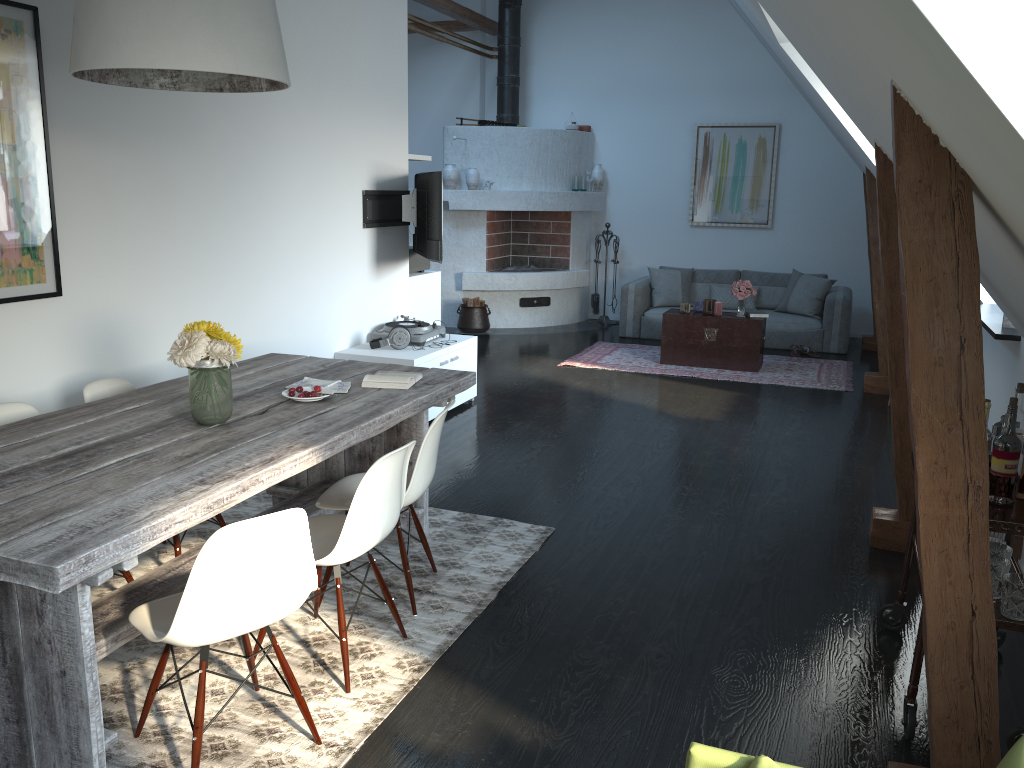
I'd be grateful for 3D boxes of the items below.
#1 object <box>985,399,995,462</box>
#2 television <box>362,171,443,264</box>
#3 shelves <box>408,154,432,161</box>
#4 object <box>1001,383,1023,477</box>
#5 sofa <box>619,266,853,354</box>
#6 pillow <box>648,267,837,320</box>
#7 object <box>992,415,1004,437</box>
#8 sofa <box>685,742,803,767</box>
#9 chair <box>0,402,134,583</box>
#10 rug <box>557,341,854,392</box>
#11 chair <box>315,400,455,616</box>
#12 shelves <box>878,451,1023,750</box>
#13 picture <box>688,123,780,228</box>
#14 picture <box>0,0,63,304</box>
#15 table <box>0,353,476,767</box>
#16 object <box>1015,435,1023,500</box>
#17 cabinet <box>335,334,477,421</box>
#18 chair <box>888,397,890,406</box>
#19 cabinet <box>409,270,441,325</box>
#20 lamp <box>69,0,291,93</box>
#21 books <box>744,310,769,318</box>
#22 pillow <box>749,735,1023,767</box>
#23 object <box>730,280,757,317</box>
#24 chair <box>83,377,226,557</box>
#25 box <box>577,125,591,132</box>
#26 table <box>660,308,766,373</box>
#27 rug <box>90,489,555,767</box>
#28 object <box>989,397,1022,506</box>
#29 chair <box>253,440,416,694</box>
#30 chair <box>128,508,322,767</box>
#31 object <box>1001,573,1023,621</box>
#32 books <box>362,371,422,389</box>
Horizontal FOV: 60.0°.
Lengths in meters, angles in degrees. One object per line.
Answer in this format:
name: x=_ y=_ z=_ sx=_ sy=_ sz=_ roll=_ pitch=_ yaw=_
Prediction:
object: x=1.457 y=0.197 z=2.762 sx=0.081 sy=0.307 sz=0.081 roll=7 pitch=14 yaw=26
television: x=-0.861 y=-1.241 z=6.569 sx=0.537 sy=0.652 sz=1.005 roll=-2 pitch=13 yaw=-14
shelves: x=-1.487 y=-1.861 z=7.264 sx=1.604 sy=0.038 sz=0.478 roll=6 pitch=13 yaw=20
object: x=1.664 y=0.154 z=2.937 sx=0.073 sy=0.320 sz=0.073 roll=4 pitch=13 yaw=11
sofa: x=2.533 y=-0.894 z=10.025 sx=2.458 sy=0.770 sz=1.107 roll=6 pitch=13 yaw=20
pillow: x=2.521 y=-1.045 z=9.891 sx=2.075 sy=0.515 sz=0.444 roll=6 pitch=13 yaw=20
object: x=1.697 y=0.199 z=3.064 sx=0.135 sy=0.182 sz=0.052 roll=-7 pitch=15 yaw=-32
sofa: x=0.378 y=1.103 z=0.645 sx=0.898 sy=0.825 sz=2.093 roll=5 pitch=13 yaw=19
chair: x=-1.691 y=0.498 z=3.258 sx=0.542 sy=0.801 sz=0.465 roll=7 pitch=14 yaw=26
rug: x=1.900 y=-0.200 z=8.565 sx=2.647 sy=0.029 sz=1.512 roll=6 pitch=13 yaw=20
chair: x=-0.501 y=0.455 z=3.555 sx=0.542 sy=0.801 sz=0.465 roll=2 pitch=13 yaw=6
shelves: x=1.507 y=0.671 z=2.912 sx=0.438 sy=0.732 sz=0.803 roll=5 pitch=13 yaw=16
picture: x=2.602 y=-2.459 z=10.450 sx=0.965 sy=1.185 sz=0.025 roll=6 pitch=13 yaw=20
picture: x=-2.099 y=-0.882 z=3.373 sx=0.036 sy=1.181 sz=0.808 roll=6 pitch=13 yaw=20
table: x=-1.129 y=0.501 z=3.321 sx=1.141 sy=0.788 sz=2.421 roll=6 pitch=13 yaw=20
object: x=1.614 y=0.227 z=2.749 sx=0.067 sy=0.257 sz=0.099 roll=7 pitch=14 yaw=25
cabinet: x=-0.731 y=-0.043 z=6.477 sx=0.623 sy=0.507 sz=1.069 roll=6 pitch=13 yaw=20
chair: x=3.133 y=-0.132 z=6.779 sx=0.342 sy=0.696 sz=0.329 roll=2 pitch=12 yaw=3
cabinet: x=-1.124 y=-0.492 z=7.516 sx=0.869 sy=0.921 sz=0.638 roll=6 pitch=13 yaw=20
lamp: x=-1.105 y=-2.389 z=2.676 sx=0.757 sy=2.813 sz=0.697 roll=-3 pitch=13 yaw=-19
books: x=2.305 y=-0.663 z=8.384 sx=0.179 sy=0.034 sz=0.243 roll=1 pitch=12 yaw=-1
pillow: x=0.559 y=0.753 z=1.341 sx=0.600 sy=0.387 sz=0.475 roll=5 pitch=13 yaw=17
object: x=2.158 y=-0.812 z=8.316 sx=0.234 sy=0.351 sz=0.235 roll=-3 pitch=13 yaw=-19
chair: x=-1.490 y=0.395 z=3.744 sx=0.542 sy=0.801 sz=0.465 roll=5 pitch=13 yaw=16
box: x=0.843 y=-3.137 z=10.911 sx=0.229 sy=0.078 sz=0.127 roll=6 pitch=13 yaw=20
table: x=1.924 y=-0.427 z=8.483 sx=0.962 sy=0.492 sz=0.471 roll=6 pitch=13 yaw=20
rug: x=-1.141 y=0.873 z=3.426 sx=1.898 sy=0.022 sz=2.677 roll=6 pitch=13 yaw=20
object: x=1.495 y=0.202 z=2.681 sx=0.080 sy=0.329 sz=0.080 roll=4 pitch=13 yaw=11
chair: x=-0.601 y=0.565 z=3.049 sx=0.542 sy=0.801 sz=0.465 roll=6 pitch=13 yaw=21
chair: x=-0.809 y=0.677 z=2.522 sx=0.465 sy=0.801 sz=0.542 roll=-10 pitch=17 yaw=-42
object: x=1.501 y=0.634 z=2.634 sx=0.095 sy=0.119 sz=0.095 roll=-3 pitch=13 yaw=-17
books: x=-0.520 y=-0.028 z=3.871 sx=0.202 sy=0.042 sz=0.251 roll=3 pitch=13 yaw=8
